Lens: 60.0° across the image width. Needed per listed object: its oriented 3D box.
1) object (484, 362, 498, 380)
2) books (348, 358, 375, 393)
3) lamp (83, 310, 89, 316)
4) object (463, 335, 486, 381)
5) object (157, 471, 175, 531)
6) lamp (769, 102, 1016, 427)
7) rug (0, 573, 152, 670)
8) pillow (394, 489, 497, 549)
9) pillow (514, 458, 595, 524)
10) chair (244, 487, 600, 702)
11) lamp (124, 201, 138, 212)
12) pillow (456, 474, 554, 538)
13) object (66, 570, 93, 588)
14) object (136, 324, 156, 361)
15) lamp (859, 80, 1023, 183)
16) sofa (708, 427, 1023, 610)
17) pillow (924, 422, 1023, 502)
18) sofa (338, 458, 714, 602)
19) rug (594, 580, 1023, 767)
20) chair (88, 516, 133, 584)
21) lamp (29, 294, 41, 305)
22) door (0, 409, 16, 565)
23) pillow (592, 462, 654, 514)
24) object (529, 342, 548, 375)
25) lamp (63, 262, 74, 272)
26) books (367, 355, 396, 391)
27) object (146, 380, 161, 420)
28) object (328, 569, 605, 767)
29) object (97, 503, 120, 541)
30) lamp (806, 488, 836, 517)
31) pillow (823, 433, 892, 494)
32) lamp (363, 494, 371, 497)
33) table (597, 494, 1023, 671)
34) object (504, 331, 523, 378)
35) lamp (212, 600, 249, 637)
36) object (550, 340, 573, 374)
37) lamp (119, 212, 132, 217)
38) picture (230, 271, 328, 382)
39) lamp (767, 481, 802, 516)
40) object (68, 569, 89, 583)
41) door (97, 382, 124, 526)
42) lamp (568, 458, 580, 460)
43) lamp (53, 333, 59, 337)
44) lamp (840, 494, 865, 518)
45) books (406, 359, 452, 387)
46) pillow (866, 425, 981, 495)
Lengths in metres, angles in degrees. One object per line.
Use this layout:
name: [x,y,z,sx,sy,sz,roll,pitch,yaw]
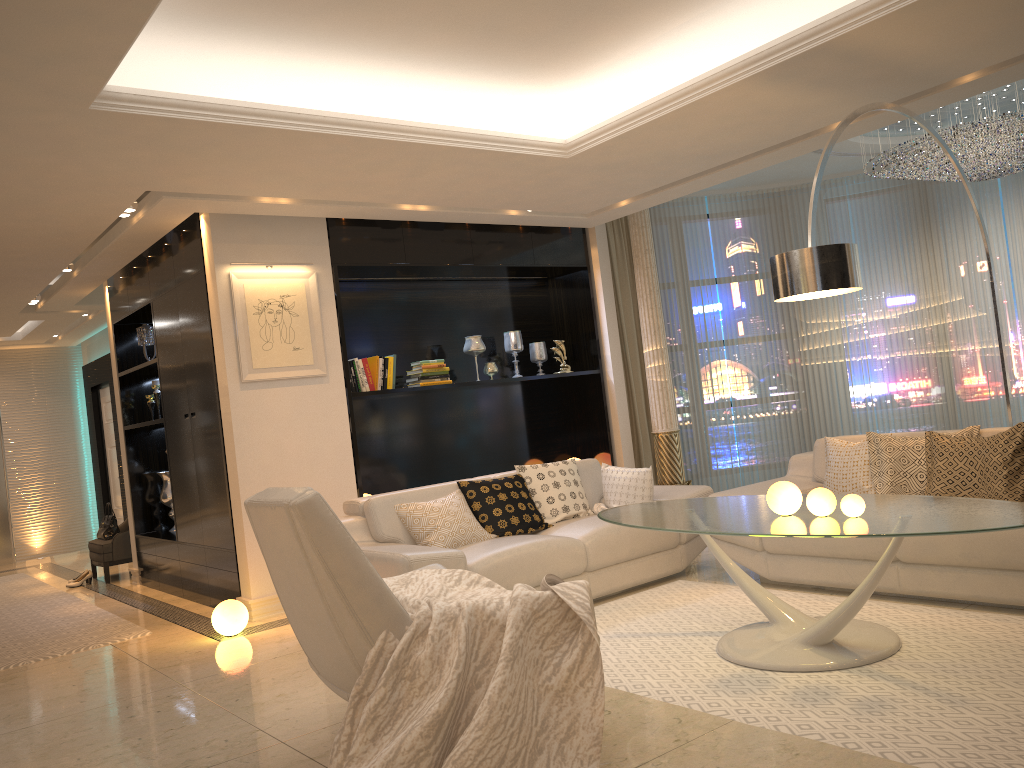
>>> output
object: [-0.174,-0.100,7.374,0.119,0.154,0.119,-6,-2,-28]
books: [-1.174,-0.061,6.518,0.240,0.270,0.208,-6,-2,-38]
lamp: [-4.528,-0.783,9.372,0.107,0.127,0.107,-8,-2,34]
object: [-0.298,-0.202,7.307,0.181,0.381,0.181,-5,-2,-43]
object: [-2.988,1.028,7.820,0.221,0.522,0.221,-6,-2,-33]
lamp: [2.086,-0.223,4.599,2.009,2.519,0.393,-6,-2,-38]
rug: [-4.408,1.885,7.209,1.526,0.015,5.025,-6,-2,-38]
pillow: [-0.379,0.803,5.123,0.521,0.329,0.351,-6,-2,-38]
pillow: [0.305,0.688,5.724,0.526,0.399,0.255,-6,-2,-38]
chair: [-0.379,0.805,3.192,0.983,0.991,1.027,-6,-2,-38]
lamp: [-2.396,-1.138,5.536,0.107,0.127,0.107,-8,-2,34]
pillow: [-0.028,0.734,5.411,0.524,0.355,0.323,-6,-2,-37]
object: [-3.994,1.802,8.188,0.235,0.135,0.084,-6,-2,-36]
object: [-3.047,-0.332,7.416,0.155,0.347,0.155,-8,-2,33]
lamp: [3.652,-1.912,6.776,2.109,0.685,2.109,-7,-2,7]
sofa: [2.278,0.646,4.646,1.145,0.754,2.328,-6,-2,-38]
pillow: [2.372,0.420,4.513,0.301,0.436,0.575,-6,-2,-31]
sofa: [0.073,0.929,5.406,2.328,0.754,1.145,-6,-2,-38]
rug: [1.253,1.120,3.773,1.661,0.020,2.900,-6,-2,-38]
chair: [-3.701,1.390,8.579,0.702,0.898,0.625,-6,-2,-36]
lamp: [-4.476,-0.817,8.285,0.107,0.127,0.235,-6,-2,-38]
door: [-3.200,-5.424,2.130,83.408,24.296,83.408,-6,-2,-16]
pillow: [0.691,0.669,5.698,0.281,0.325,0.521,-6,-2,-28]
object: [0.241,-0.207,7.837,0.147,0.317,0.147,-6,-2,-35]
lamp: [-3.554,-0.959,7.069,0.107,0.127,0.107,-8,-2,34]
books: [-0.993,-0.075,6.662,0.210,0.261,0.212,-6,-2,-38]
object: [-3.084,0.150,7.648,0.176,0.361,0.079,-8,-2,33]
object: [-0.189,0.978,3.056,0.972,0.580,1.347,-7,-1,0]
object: [-3.867,1.309,8.479,0.168,0.345,0.366,-6,-2,-38]
lamp: [1.245,0.475,3.571,0.115,0.115,0.115,-6,-2,-12]
pillow: [1.976,0.489,5.108,0.222,0.380,0.463,-6,-2,-33]
lamp: [-1.091,0.924,6.590,0.213,0.214,0.212,-7,-1,2]
table: [1.211,0.828,3.807,0.999,0.565,2.140,-6,-2,-38]
object: [0.027,-0.240,7.686,0.156,0.426,0.156,-6,-2,-32]
lamp: [-1.702,1.411,5.355,0.213,0.214,0.212,-7,-1,2]
object: [0.423,-0.235,7.667,0.182,0.293,0.116,-6,-2,-40]
lamp: [-2.473,-1.126,5.638,0.107,0.127,0.107,-8,-2,34]
picture: [-1.565,-0.398,5.972,0.610,0.729,0.027,-6,-2,-38]
lamp: [1.139,0.478,3.708,0.143,0.143,0.143,-8,-2,37]
object: [-4.079,1.817,8.361,0.235,0.135,0.084,-7,-2,10]
door: [-4.754,0.998,10.638,0.089,2.034,0.919,-6,-2,-37]
lamp: [0.552,0.761,7.859,0.212,0.214,0.213,-7,-2,13]
lamp: [-5.505,-0.632,10.656,0.107,0.127,0.107,-8,-2,34]
lamp: [1.330,0.475,3.461,0.090,0.091,0.090,-7,-2,13]
books: [-0.654,-0.078,6.951,0.296,0.197,0.260,-6,-2,-35]
pillow: [2.239,0.449,4.810,0.587,0.429,0.288,-8,-2,27]
